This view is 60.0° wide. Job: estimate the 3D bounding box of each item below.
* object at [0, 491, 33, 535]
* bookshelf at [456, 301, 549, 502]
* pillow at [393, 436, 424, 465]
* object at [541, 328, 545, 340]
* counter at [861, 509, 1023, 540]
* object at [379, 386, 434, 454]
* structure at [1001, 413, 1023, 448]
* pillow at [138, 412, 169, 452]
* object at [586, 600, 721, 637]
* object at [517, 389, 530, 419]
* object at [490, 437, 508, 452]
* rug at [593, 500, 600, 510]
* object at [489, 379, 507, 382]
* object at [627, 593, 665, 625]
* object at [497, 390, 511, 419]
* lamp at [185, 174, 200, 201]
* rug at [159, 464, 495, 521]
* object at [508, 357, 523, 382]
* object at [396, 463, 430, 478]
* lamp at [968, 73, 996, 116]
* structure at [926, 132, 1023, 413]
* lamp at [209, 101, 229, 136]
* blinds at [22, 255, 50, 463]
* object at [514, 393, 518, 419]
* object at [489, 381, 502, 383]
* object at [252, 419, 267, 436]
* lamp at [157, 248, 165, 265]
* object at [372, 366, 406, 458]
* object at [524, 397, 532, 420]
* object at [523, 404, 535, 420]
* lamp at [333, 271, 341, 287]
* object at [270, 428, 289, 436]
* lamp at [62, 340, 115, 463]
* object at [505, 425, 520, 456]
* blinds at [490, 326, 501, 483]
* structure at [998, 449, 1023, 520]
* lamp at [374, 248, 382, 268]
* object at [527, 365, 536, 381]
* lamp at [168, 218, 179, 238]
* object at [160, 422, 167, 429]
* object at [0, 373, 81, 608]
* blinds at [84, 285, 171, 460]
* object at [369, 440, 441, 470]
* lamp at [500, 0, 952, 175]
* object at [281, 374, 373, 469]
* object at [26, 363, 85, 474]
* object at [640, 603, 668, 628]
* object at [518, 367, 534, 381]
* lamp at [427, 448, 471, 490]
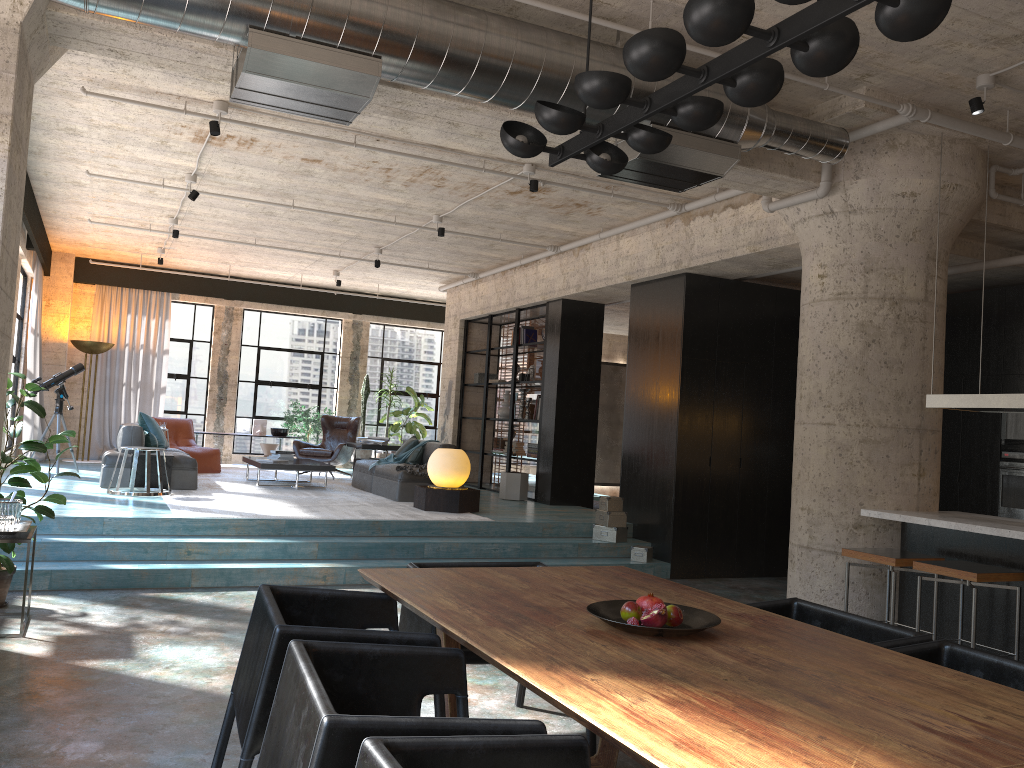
[{"bbox_3d":[-3.100,0.763,5.379,0.327,0.253,0.546,5,-3,-25],"label":"object"},{"bbox_3d":[0.069,0.271,12.725,0.628,2.571,2.900,5,-3,-25],"label":"bookshelf"},{"bbox_3d":[-1.327,0.849,11.250,0.320,0.393,0.670,5,-3,-19],"label":"pillow"},{"bbox_3d":[0.608,-0.628,11.956,0.430,0.217,0.434,5,-3,-22],"label":"object"},{"bbox_3d":[3.704,0.931,5.015,1.000,0.046,3.500,5,-3,-25],"label":"counter"},{"bbox_3d":[-1.906,0.821,16.028,0.921,1.543,0.817,2,-3,34],"label":"object"},{"bbox_3d":[5.072,0.391,8.262,0.612,0.450,0.659,5,-3,-25],"label":"structure"},{"bbox_3d":[-4.403,0.578,10.813,0.349,0.466,1.042,4,-3,-14],"label":"pillow"},{"bbox_3d":[0.461,0.758,2.904,0.435,0.079,0.435,3,-3,12],"label":"object"},{"bbox_3d":[0.158,0.292,12.740,0.191,0.447,0.192,2,-3,23],"label":"object"},{"bbox_3d":[-0.137,0.927,13.378,0.284,0.231,0.335,5,-3,-25],"label":"object"},{"bbox_3d":[1.160,1.908,13.136,0.541,0.377,1.759,5,-3,-25],"label":"rug"},{"bbox_3d":[-0.219,-0.049,13.174,0.227,0.024,0.166,1,-4,44],"label":"object"},{"bbox_3d":[0.444,0.744,2.921,0.100,0.097,0.219,3,-3,19],"label":"object"},{"bbox_3d":[-0.079,0.312,13.329,0.265,0.432,0.265,3,-3,19],"label":"object"},{"bbox_3d":[-3.137,-1.920,8.697,0.144,0.252,0.107,6,-4,-41],"label":"lamp"},{"bbox_3d":[-3.130,1.289,11.588,2.954,0.032,7.768,5,-3,-25],"label":"rug"},{"bbox_3d":[0.057,-0.188,13.040,0.180,0.394,0.178,5,-3,-31],"label":"object"},{"bbox_3d":[-1.145,1.013,10.347,0.433,0.185,0.429,5,-3,-29],"label":"object"},{"bbox_3d":[2.982,-1.829,5.625,0.107,0.236,0.145,6,-4,-42],"label":"lamp"},{"bbox_3d":[3.866,-0.882,4.966,0.538,2.100,3.117,5,-3,-25],"label":"structure"},{"bbox_3d":[-2.184,-1.970,6.604,0.107,0.236,0.145,6,-4,-42],"label":"lamp"},{"bbox_3d":[-6.792,-0.363,12.820,0.384,2.985,1.131,5,-3,-25],"label":"blinds"},{"bbox_3d":[0.043,0.325,13.051,0.062,0.395,0.121,5,-3,-22],"label":"object"},{"bbox_3d":[-0.231,-0.021,13.174,0.243,0.034,0.179,1,-4,43],"label":"object"},{"bbox_3d":[-4.150,0.716,14.619,0.214,0.259,0.154,5,-3,-25],"label":"object"},{"bbox_3d":[-5.099,-1.852,12.886,0.107,0.223,0.143,4,-3,-2],"label":"lamp"},{"bbox_3d":[-2.194,0.615,15.494,0.523,1.863,0.629,2,-3,34],"label":"object"},{"bbox_3d":[0.222,0.336,12.100,0.099,0.301,0.099,5,-3,-30],"label":"object"},{"bbox_3d":[0.255,0.400,12.567,0.189,0.230,0.190,3,-3,20],"label":"object"},{"bbox_3d":[-2.752,-1.654,13.952,0.143,0.223,0.107,4,-3,-12],"label":"lamp"},{"bbox_3d":[-3.905,0.810,14.900,0.307,0.129,0.307,3,-3,14],"label":"object"},{"bbox_3d":[-6.452,0.273,13.482,0.619,1.822,0.619,5,-3,-25],"label":"lamp"},{"bbox_3d":[-0.005,0.789,12.407,0.218,0.433,0.218,5,-3,-33],"label":"object"},{"bbox_3d":[0.377,0.489,12.870,0.136,3.160,2.915,5,-3,-25],"label":"blinds"},{"bbox_3d":[4.995,0.951,8.215,0.649,0.651,0.664,5,-3,-25],"label":"structure"},{"bbox_3d":[-1.791,-1.681,11.867,0.107,0.252,0.144,3,-3,7],"label":"lamp"},{"bbox_3d":[0.257,-0.137,12.678,0.131,0.280,0.252,4,-3,-17],"label":"object"},{"bbox_3d":[-4.113,-1.893,10.779,0.107,0.223,0.143,3,-3,9],"label":"lamp"},{"bbox_3d":[-4.773,0.556,11.924,0.206,0.096,0.287,3,-3,15],"label":"object"},{"bbox_3d":[-3.375,0.694,5.900,0.886,1.552,0.514,6,-4,-38],"label":"object"},{"bbox_3d":[-6.187,-0.245,14.318,1.187,2.986,0.404,5,-3,-24],"label":"blinds"},{"bbox_3d":[-1.298,0.913,11.267,0.985,0.438,0.444,3,-3,2],"label":"object"},{"bbox_3d":[0.587,-1.571,2.984,0.583,1.327,1.813,5,-3,-25],"label":"lamp"},{"bbox_3d":[-3.221,0.631,15.516,0.971,1.708,1.641,1,-4,41],"label":"object"},{"bbox_3d":[-5.658,0.410,10.977,0.617,1.406,0.595,5,-3,-24],"label":"object"},{"bbox_3d":[0.456,0.746,2.850,0.088,0.082,0.110,3,-3,15],"label":"object"},{"bbox_3d":[0.202,-0.125,12.215,0.200,0.200,0.409,4,-3,-15],"label":"object"},{"bbox_3d":[-0.676,0.904,9.494,0.462,0.417,0.462,3,-3,3],"label":"lamp"}]
